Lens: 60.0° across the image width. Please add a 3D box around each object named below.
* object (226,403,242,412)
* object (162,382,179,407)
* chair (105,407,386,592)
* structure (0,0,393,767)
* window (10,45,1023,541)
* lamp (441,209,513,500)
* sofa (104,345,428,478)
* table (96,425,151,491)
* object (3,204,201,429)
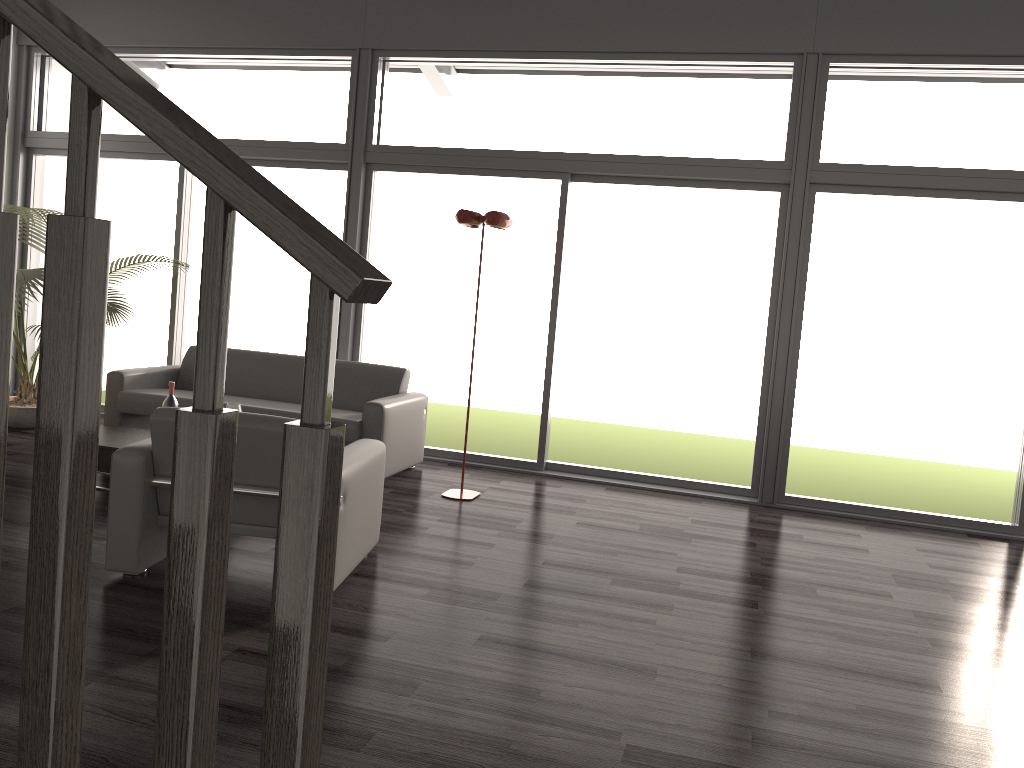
[{"bbox_3d":[-1.661,0.196,5.276,0.116,0.155,0.116,5,4,5],"label":"object"},{"bbox_3d":[-1.992,0.172,5.161,0.093,0.370,0.093,6,3,14],"label":"object"},{"bbox_3d":[-1.118,0.436,3.964,0.963,0.716,0.912,5,5,5],"label":"chair"},{"bbox_3d":[-3.200,-1.170,1.113,6.348,4.086,1.001,6,4,15],"label":"structure"},{"bbox_3d":[0.377,-1.069,6.586,9.754,3.464,0.385,6,3,15],"label":"window"},{"bbox_3d":[-0.245,-0.185,5.576,0.353,1.784,0.365,6,3,15],"label":"lamp"},{"bbox_3d":[-1.736,0.164,6.284,2.117,0.716,0.903,6,5,15],"label":"sofa"},{"bbox_3d":[-2.055,0.471,5.235,1.201,0.249,0.601,6,5,15],"label":"table"},{"bbox_3d":[-3.551,-0.491,6.550,2.120,1.663,1.722,6,4,9],"label":"object"}]
